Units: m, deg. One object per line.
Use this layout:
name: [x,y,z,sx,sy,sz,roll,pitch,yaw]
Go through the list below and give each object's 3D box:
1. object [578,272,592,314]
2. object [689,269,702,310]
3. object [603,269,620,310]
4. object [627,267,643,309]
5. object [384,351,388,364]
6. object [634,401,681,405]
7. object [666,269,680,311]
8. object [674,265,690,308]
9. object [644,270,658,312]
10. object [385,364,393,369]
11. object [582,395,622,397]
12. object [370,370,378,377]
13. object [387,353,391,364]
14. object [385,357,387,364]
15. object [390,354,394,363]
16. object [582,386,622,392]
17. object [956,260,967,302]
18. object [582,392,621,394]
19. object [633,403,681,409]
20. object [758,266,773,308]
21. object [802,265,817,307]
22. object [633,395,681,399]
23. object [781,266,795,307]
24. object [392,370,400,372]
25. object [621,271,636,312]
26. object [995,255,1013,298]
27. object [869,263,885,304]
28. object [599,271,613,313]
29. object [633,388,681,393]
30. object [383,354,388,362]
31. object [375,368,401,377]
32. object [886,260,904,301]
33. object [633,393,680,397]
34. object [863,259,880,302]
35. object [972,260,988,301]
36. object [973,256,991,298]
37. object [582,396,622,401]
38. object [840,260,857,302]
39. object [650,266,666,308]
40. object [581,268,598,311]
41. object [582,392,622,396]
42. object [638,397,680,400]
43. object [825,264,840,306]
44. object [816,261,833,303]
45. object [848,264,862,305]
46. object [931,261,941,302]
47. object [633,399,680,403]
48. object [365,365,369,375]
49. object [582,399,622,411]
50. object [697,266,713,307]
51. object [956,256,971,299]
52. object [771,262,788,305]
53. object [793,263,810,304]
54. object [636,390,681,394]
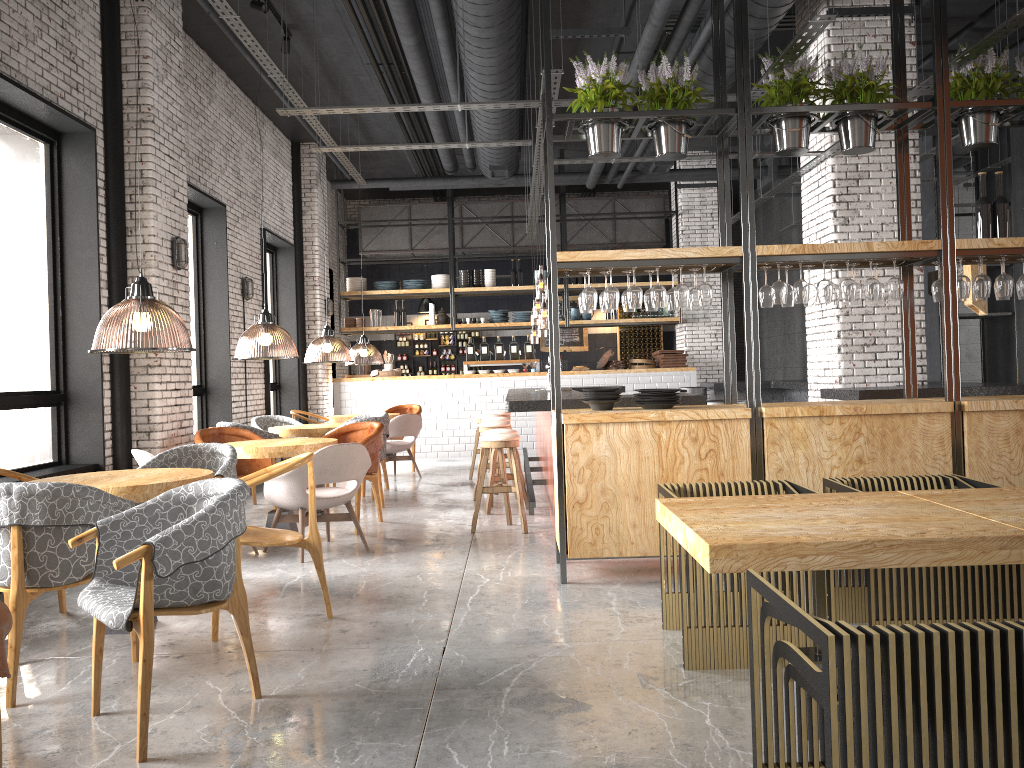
object: [0.486,-0.602,5.861,0.101,0.267,0.101,-2,0,-36]
object: [1.214,-0.625,5.860,0.101,0.267,0.101,-2,0,31]
object: [0.624,-0.603,5.575,0.101,0.267,0.101,-2,0,-36]
object: [0.771,-0.607,5.575,0.101,0.267,0.101,-2,0,-36]
object: [-2.072,-0.410,14.651,0.090,0.289,0.017,-2,-1,37]
object: [0.933,0.131,5.688,0.305,0.041,0.306,-2,1,17]
object: [1.066,-0.620,5.860,0.101,0.267,0.101,-2,0,-36]
object: [1.066,-0.617,5.574,0.101,0.267,0.101,-2,0,-36]
object: [0.919,-0.615,5.861,0.101,0.267,0.101,-2,0,-36]
object: [-2.029,-0.228,14.601,0.129,0.204,0.129,-2,0,36]
object: [0.580,0.106,5.709,0.257,0.075,0.257,-2,1,26]
object: [-2.159,-0.174,14.428,0.187,0.111,0.283,-2,1,37]
object: [-2.020,-0.322,14.553,0.033,0.370,0.137,-1,0,-34]
object: [-2.055,-0.295,14.592,0.071,0.328,0.052,-1,-1,-44]
object: [-1.999,-0.319,14.600,0.123,0.358,0.076,-2,0,16]
object: [0.580,0.058,5.709,0.257,0.076,0.257,-1,1,37]
object: [2.954,-0.679,5.858,0.101,0.267,0.101,-2,0,37]
object: [0.580,0.084,5.709,0.257,0.072,0.257,-2,1,0]
object: [0.934,0.142,5.689,0.306,0.035,0.306,-1,1,38]
object: [1.680,-0.639,5.860,0.101,0.267,0.101,-2,0,14]
object: [1.965,-0.648,5.859,0.101,0.267,0.101,-2,0,14]
object: [0.932,0.092,5.689,0.306,0.042,0.305,-2,1,-43]
object: [1.818,-0.644,5.859,0.101,0.267,0.101,-2,0,14]
object: [-1.912,-0.189,14.497,0.161,0.075,0.160,-2,1,-37]
object: [0.772,-0.611,5.861,0.101,0.267,0.101,-2,0,-36]
object: [3.091,-0.680,5.571,0.101,0.267,0.101,-2,0,-36]
object: [2.407,-0.662,5.858,0.101,0.267,0.101,-2,0,14]
object: [0.624,-0.606,5.861,0.101,0.267,0.101,-2,0,-36]
object: [0.932,0.052,5.691,0.306,0.039,0.306,-2,1,-17]
object: [-2.076,-0.326,14.621,0.087,0.356,0.026,-2,-1,23]
object: [-2.031,-0.178,14.478,0.437,0.157,0.419,-2,1,-27]
object: [2.407,-0.659,5.572,0.101,0.267,0.101,-2,0,14]
object: [0.932,0.078,5.689,0.306,0.037,0.306,-2,1,1]
object: [2.260,-0.654,5.572,0.101,0.267,0.101,-2,0,14]
object: [3.092,-0.684,5.857,0.101,0.267,0.101,-2,0,-36]
object: [2.953,-0.676,5.571,0.101,0.267,0.101,-2,0,37]
object: [0.580,0.113,5.709,0.257,0.075,0.257,-2,1,0]
object: [2.112,-0.650,5.573,0.101,0.267,0.101,-2,0,14]
object: [0.919,-0.612,5.575,0.101,0.267,0.101,-2,0,-36]
object: [0.486,-0.599,5.575,0.101,0.267,0.101,-2,0,-36]
object: [0.580,0.088,5.708,0.257,0.072,0.257,-2,1,-28]
object: [0.931,0.107,5.689,0.306,0.046,0.305,-2,1,-42]
object: [2.113,-0.653,5.859,0.101,0.267,0.101,-2,0,14]
object: [1.965,-0.645,5.573,0.101,0.267,0.101,-2,0,14]
object: [2.260,-0.658,5.859,0.101,0.267,0.101,-2,0,14]
object: [2.825,-0.675,5.858,0.101,0.267,0.101,-2,0,37]
object: [0.933,0.116,5.688,0.306,0.044,0.305,-2,1,1]
object: [-2.379,-0.228,14.513,0.056,0.249,0.056,-1,-1,-38]
object: [0.581,0.137,5.708,0.257,0.067,0.257,-2,1,-8]
object: [1.213,-0.621,5.574,0.101,0.267,0.101,-2,0,31]
object: [2.825,-0.672,5.572,0.101,0.267,0.101,-2,0,37]
object: [1.679,-0.636,5.573,0.101,0.267,0.101,-2,0,14]
object: [1.818,-0.640,5.573,0.101,0.267,0.101,-2,0,14]
object: [0.931,0.066,5.690,0.305,0.048,0.306,-2,1,25]
